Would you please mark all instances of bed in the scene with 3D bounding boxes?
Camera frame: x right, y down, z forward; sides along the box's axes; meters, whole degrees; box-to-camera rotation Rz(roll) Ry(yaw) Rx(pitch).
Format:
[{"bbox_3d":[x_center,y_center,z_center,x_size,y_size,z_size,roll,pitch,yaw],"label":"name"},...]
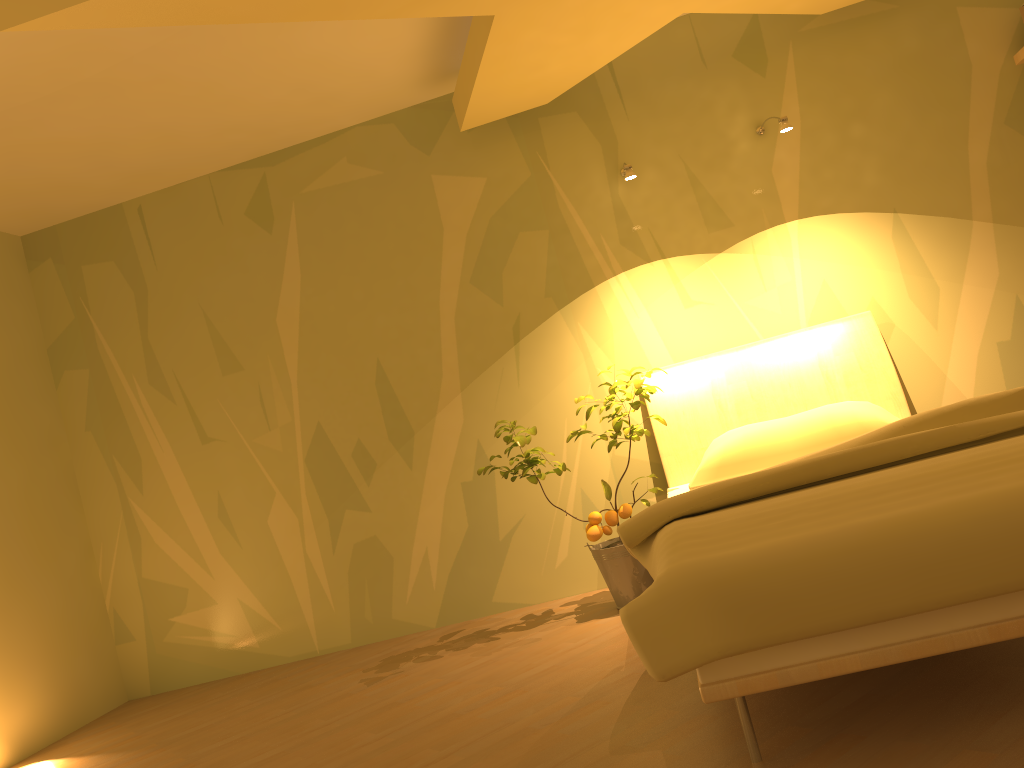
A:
[{"bbox_3d":[0.951,0.230,2.690,1.286,0.894,2.378,-15,-4,9],"label":"bed"}]

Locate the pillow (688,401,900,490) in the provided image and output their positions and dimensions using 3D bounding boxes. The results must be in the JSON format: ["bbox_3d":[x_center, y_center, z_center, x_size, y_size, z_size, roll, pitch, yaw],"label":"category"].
[{"bbox_3d":[1.071,0.228,3.376,0.801,0.213,0.482,-16,-4,19],"label":"pillow"}]

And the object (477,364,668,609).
[{"bbox_3d":[0.298,0.432,3.529,0.828,0.944,0.372,-15,-4,2],"label":"object"}]

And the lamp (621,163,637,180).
[{"bbox_3d":[0.487,-0.898,3.758,0.050,0.178,0.533,-15,-4,9],"label":"lamp"}]

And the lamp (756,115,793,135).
[{"bbox_3d":[1.076,-1.061,3.664,0.050,0.178,0.533,-15,-4,9],"label":"lamp"}]

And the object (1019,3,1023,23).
[{"bbox_3d":[2.197,-1.543,3.536,0.234,0.229,0.349,-16,-4,10],"label":"object"}]

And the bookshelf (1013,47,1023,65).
[{"bbox_3d":[2.218,-0.860,2.420,0.300,1.240,2.605,-15,-4,9],"label":"bookshelf"}]
